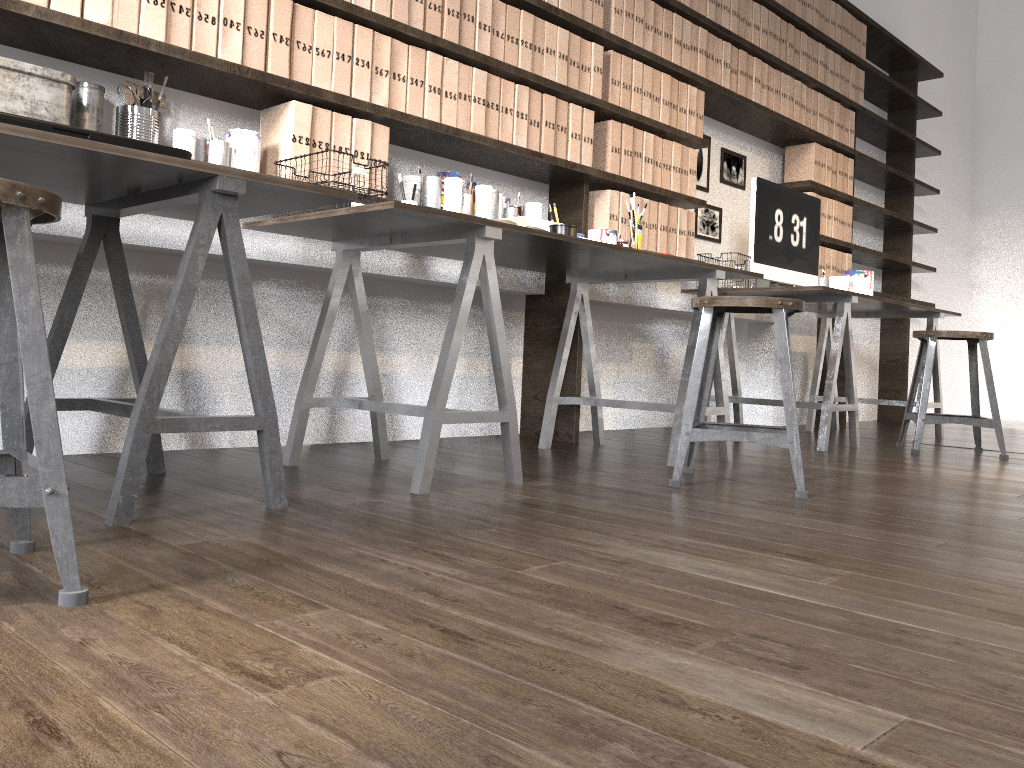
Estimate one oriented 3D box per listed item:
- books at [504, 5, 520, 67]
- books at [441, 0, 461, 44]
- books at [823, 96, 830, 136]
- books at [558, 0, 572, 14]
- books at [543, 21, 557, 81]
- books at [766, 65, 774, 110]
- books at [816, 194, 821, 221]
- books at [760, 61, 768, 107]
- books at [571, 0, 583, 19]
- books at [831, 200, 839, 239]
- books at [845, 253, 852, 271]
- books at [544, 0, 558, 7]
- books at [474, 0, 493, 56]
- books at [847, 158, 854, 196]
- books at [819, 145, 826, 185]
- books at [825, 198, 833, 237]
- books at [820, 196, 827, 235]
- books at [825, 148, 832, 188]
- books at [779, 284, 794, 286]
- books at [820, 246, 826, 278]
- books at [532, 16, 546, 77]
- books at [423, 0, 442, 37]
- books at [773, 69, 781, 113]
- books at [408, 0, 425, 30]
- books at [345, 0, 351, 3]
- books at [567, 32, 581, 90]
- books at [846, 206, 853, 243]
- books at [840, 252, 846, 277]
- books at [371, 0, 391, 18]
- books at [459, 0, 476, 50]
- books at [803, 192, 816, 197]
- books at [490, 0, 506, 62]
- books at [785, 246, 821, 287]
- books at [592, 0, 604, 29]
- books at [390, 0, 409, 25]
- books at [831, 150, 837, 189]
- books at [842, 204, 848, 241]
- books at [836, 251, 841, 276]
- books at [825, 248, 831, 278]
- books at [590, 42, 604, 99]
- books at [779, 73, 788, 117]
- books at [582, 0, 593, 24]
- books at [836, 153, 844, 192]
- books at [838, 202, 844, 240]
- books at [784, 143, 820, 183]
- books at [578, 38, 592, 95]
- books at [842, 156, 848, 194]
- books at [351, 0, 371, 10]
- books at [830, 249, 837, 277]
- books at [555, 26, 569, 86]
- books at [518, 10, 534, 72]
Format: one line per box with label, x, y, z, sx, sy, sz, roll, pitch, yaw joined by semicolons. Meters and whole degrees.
books;-0.059;-1.217;3.168;0.175;0.226;0.066;2;-1;44
books;-0.255;-1.219;2.957;0.175;0.226;0.067;2;-1;44
books;1.677;-1.480;4.956;0.175;0.226;0.066;2;-1;44
books;0.142;-1.492;3.361;0.175;0.226;0.066;2;-1;44
books;0.080;-1.215;3.307;0.175;0.226;0.066;2;-1;44
books;1.234;-1.486;4.503;0.174;0.226;0.066;2;-1;44
books;1.613;-0.929;4.905;0.175;0.226;0.066;2;-1;44
books;1.188;-1.486;4.450;0.174;0.226;0.066;2;-1;44
books;0.188;-1.491;3.409;0.175;0.226;0.067;2;-1;44
books;1.764;-0.927;5.054;0.175;0.226;0.066;2;-1;44
books;1.892;-0.648;5.194;0.175;0.226;0.067;2;-1;44
books;0.089;-1.493;3.311;0.174;0.226;0.066;2;-1;44
books;-0.155;-1.218;3.063;0.174;0.226;0.066;2;-1;44
books;1.907;-1.200;5.202;0.175;0.226;0.066;2;-1;44
books;1.651;-1.203;4.940;0.174;0.226;0.066;2;-1;44
books;1.711;-0.927;5.004;0.174;0.226;0.066;2;-1;44
books;1.660;-0.928;4.957;0.174;0.226;0.066;2;-1;44
books;1.703;-1.203;4.988;0.174;0.226;0.066;2;-1;44
books;1.563;-0.652;4.861;0.175;0.226;0.066;2;-1;44
books;1.657;-0.651;4.956;0.175;0.226;0.066;2;-1;44
books;0.035;-1.216;3.263;0.175;0.226;0.066;2;-1;44
books;-0.311;-1.220;2.908;0.175;0.226;0.066;2;-1;44
books;1.283;-1.485;4.551;0.175;0.226;0.066;2;-1;44
books;-0.362;-1.221;2.852;0.175;0.226;0.066;2;-1;44
books;-0.556;-1.223;2.654;0.174;0.226;0.066;2;-1;44
books;0.173;-1.214;3.407;0.175;0.226;0.066;2;-1;44
books;1.899;-0.925;5.201;0.175;0.226;0.066;2;-1;44
books;1.842;-0.649;5.152;0.174;0.226;0.066;2;-1;44
books;-0.453;-1.221;2.751;0.175;0.226;0.066;2;-1;44
books;-0.207;-1.219;3.015;0.175;0.226;0.066;2;-1;44
books;1.567;-0.929;4.852;0.175;0.226;0.067;2;-1;44
books;-0.108;-1.218;3.117;0.174;0.226;0.066;2;-1;44
books;1.614;-0.651;4.905;0.175;0.226;0.067;2;-1;44
books;0.277;-1.491;3.508;0.175;0.226;0.066;2;-1;44
books;-0.402;-1.221;2.803;0.175;0.226;0.067;2;-1;44
books;1.749;-1.202;5.042;0.175;0.226;0.066;2;-1;44
books;1.851;-0.926;5.150;0.175;0.226;0.066;2;-1;44
books;1.795;-0.649;5.100;0.175;0.226;0.066;2;-1;44
books;1.701;-0.650;5.000;0.175;0.226;0.066;2;-1;44
books;0.270;-1.213;3.501;0.175;0.226;0.067;2;-1;44
books;1.336;-1.484;4.604;0.175;0.226;0.066;2;-1;44
books;0.229;-1.491;3.457;0.175;0.226;0.066;2;-1;44
books;1.805;-1.201;5.092;0.175;0.226;0.067;2;-1;44
books;1.810;-0.926;5.102;0.175;0.226;0.067;2;-1;44
books;1.602;-1.204;4.889;0.175;0.226;0.066;2;-1;44
books;0.220;-1.214;3.459;0.174;0.226;0.066;2;-1;44
books;1.852;-1.201;5.149;0.175;0.226;0.066;2;-1;44
books;-0.505;-1.222;2.702;0.174;0.226;0.066;2;-1;44
books;1.749;-0.650;5.047;0.175;0.226;0.067;2;-1;44
books;0.127;-1.215;3.354;0.175;0.226;0.067;2;-1;44
books;-0.008;-1.216;3.212;0.175;0.226;0.067;2;-1;44
